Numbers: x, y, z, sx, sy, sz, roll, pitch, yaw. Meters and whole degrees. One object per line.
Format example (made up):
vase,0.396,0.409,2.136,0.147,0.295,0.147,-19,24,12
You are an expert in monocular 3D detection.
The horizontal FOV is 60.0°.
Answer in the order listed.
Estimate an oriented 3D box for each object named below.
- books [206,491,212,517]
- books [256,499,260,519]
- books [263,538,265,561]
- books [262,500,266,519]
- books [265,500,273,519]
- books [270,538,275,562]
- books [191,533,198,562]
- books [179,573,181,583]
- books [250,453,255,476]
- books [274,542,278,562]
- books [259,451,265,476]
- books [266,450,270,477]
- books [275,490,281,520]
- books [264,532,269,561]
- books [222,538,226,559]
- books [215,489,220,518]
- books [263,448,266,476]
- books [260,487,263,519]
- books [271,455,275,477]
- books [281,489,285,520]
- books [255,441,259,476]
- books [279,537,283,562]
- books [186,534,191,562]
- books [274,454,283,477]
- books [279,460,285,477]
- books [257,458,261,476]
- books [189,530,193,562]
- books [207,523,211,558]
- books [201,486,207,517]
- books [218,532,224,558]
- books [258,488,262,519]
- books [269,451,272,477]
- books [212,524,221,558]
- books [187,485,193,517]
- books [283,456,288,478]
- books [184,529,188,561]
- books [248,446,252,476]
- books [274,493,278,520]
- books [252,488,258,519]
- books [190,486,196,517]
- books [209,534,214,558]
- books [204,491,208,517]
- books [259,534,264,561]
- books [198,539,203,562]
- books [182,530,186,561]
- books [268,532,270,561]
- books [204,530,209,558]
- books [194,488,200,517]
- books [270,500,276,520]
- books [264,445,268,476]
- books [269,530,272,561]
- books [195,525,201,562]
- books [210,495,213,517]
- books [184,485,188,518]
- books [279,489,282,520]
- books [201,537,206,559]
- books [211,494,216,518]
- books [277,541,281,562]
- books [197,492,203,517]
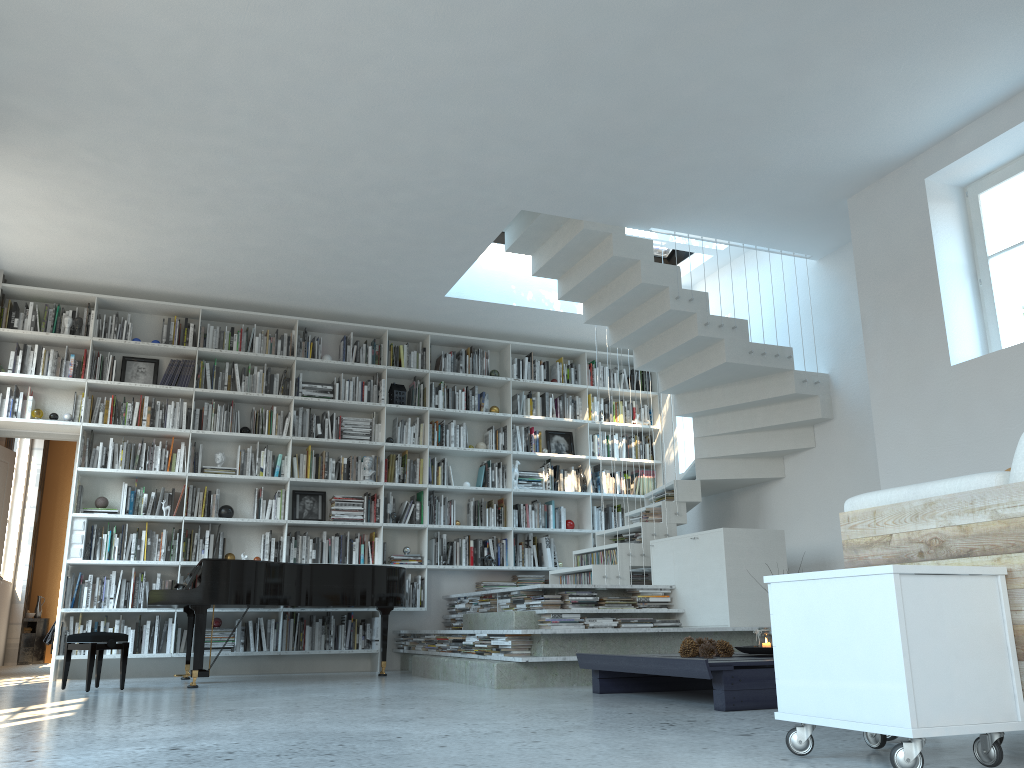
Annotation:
books,-2.619,1.053,7.648,0.028,0.247,0.143,5,-16,-21
books,-2.235,1.113,7.768,0.025,0.185,0.154,5,-16,-21
books,-2.169,1.458,7.722,0.015,0.225,0.148,5,-16,-21
books,-2.194,1.123,7.799,0.030,0.182,0.155,5,-16,-21
books,-2.148,1.120,7.802,0.057,0.188,0.156,5,-16,-21
books,-2.096,1.462,7.733,0.029,0.220,0.153,5,-16,-21
books,-2.690,1.392,7.503,0.042,0.247,0.163,5,-16,-21
books,-2.780,1.729,7.392,0.012,0.284,0.160,5,-16,-21
books,-2.299,0.738,7.853,0.048,0.224,0.150,5,-16,-21
books,-2.075,1.483,7.758,0.031,0.194,0.142,5,-16,-21
books,-2.226,0.730,7.871,0.028,0.246,0.170,5,-16,-21
books,-2.181,0.728,7.890,0.023,0.259,0.170,5,-16,-21
books,-2.076,1.088,7.841,0.027,0.268,0.178,5,-16,-21
books,-2.143,1.434,7.719,0.027,0.268,0.159,5,-16,-21
books,-2.474,1.433,7.594,0.023,0.211,0.160,5,-16,-21
books,-2.555,1.048,7.666,0.028,0.265,0.145,5,-16,-21
books,-2.204,0.720,7.871,0.012,0.264,0.193,5,-16,-21
books,-2.211,1.064,7.800,0.012,0.297,0.166,5,-16,-21
books,-2.145,0.757,7.920,0.026,0.218,0.150,5,-16,-21
books,-2.041,1.084,7.849,0.021,0.281,0.162,5,-16,-21
books,-2.269,0.687,7.869,0.010,0.328,0.174,5,-16,-21
books,-2.035,1.467,7.793,0.019,0.241,0.107,5,-16,-21
books,-2.734,1.392,7.485,0.030,0.238,0.157,5,-16,-21
books,-2.097,0.751,7.915,0.060,0.227,0.179,5,-16,-21
books,-2.062,0.782,7.941,0.027,0.180,0.142,5,-16,-21
books,-2.258,0.760,7.871,0.025,0.188,0.140,5,-16,-21
books,-2.712,1.376,7.489,0.012,0.271,0.181,5,-16,-21
books,-2.593,1.364,7.575,0.013,0.338,0.138,5,-16,-21
books,-2.644,1.027,7.603,0.026,0.273,0.190,5,-16,-21
books,-2.492,1.404,7.577,0.027,0.260,0.164,5,-16,-21
books,-2.223,1.067,7.798,0.011,0.291,0.156,5,-16,-21
books,-2.168,0.737,7.915,0.022,0.255,0.152,5,-16,-21
books,-2.528,1.368,7.574,0.050,0.327,0.167,5,-16,-21
books,-2.756,1.017,7.582,0.025,0.283,0.145,5,-16,-21
books,-2.039,0.767,7.958,0.026,0.216,0.126,5,-16,-21
books,-2.756,1.370,7.485,0.013,0.282,0.147,5,-16,-21
books,-2.321,0.701,7.835,0.012,0.285,0.168,5,-16,-21
books,-2.092,1.097,7.825,0.012,0.244,0.171,5,-16,-21
books,-2.255,1.065,7.778,0.012,0.284,0.160,5,-16,-21
books,-2.735,1.025,7.594,0.026,0.274,0.155,5,-16,-21
books,-2.570,1.411,7.563,0.029,0.240,0.136,5,-16,-21
books,-2.633,1.049,7.625,0.014,0.243,0.153,5,-16,-21
books,-2.179,1.441,7.713,0.012,0.253,0.161,5,-16,-21
books,-2.647,1.422,7.517,0.024,0.195,0.157,5,-16,-21
books,-2.771,1.375,7.488,0.013,0.275,0.147,5,-16,-21
books,-2.131,1.435,7.739,0.010,0.276,0.156,5,-16,-21
books,-2.601,1.389,7.536,0.027,0.268,0.185,5,-16,-21
books,-2.703,1.032,7.597,0.036,0.262,0.167,5,-16,-21
books,-2.112,1.125,7.821,0.024,0.187,0.173,5,-16,-21
books,-2.197,0.707,7.888,0.011,0.300,0.179,5,-16,-21
books,-2.119,1.429,7.741,0.014,0.290,0.132,5,-16,-21
books,-2.664,1.363,7.520,0.014,0.312,0.166,5,-16,-21
books,-2.594,1.069,7.632,0.011,0.207,0.180,5,-16,-21
books,-2.788,1.017,7.579,0.012,0.284,0.160,5,-16,-21
books,-2.055,1.083,7.841,0.011,0.278,0.188,5,-16,-21
books,-2.625,1.414,7.524,0.021,0.214,0.172,5,-16,-21
books,-2.575,1.066,7.637,0.028,0.215,0.175,5,-16,-21
books,-2.045,1.479,7.757,0.024,0.200,0.159,5,-16,-21
books,-2.676,1.052,7.607,0.025,0.227,0.153,5,-16,-21
